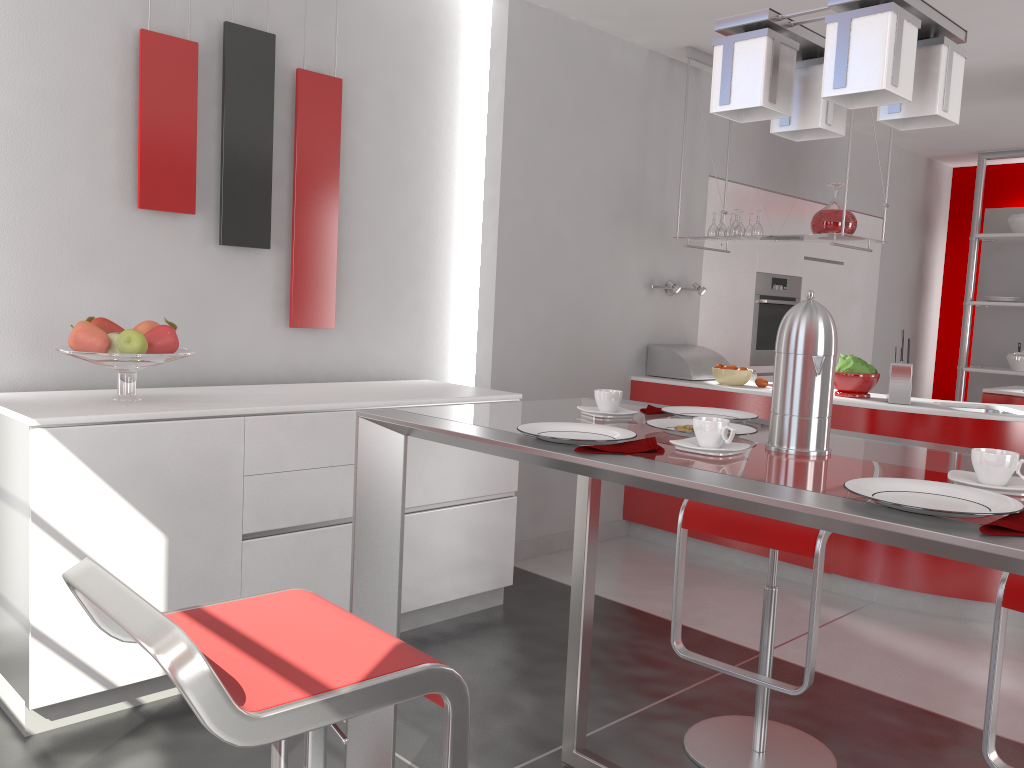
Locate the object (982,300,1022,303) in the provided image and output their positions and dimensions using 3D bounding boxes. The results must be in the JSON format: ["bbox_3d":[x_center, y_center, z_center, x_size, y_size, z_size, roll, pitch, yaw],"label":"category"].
[{"bbox_3d":[3.736,-0.625,6.756,0.280,0.015,0.280,2,5,-8],"label":"object"}]

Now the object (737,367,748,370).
[{"bbox_3d":[1.174,-0.063,4.533,0.062,0.049,0.066,-1,6,-36],"label":"object"}]

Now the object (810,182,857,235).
[{"bbox_3d":[1.559,-0.836,4.285,0.213,0.266,0.213,1,5,-16],"label":"object"}]

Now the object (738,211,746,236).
[{"bbox_3d":[1.180,-0.819,4.582,0.060,0.141,0.060,-2,7,-44],"label":"object"}]

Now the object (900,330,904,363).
[{"bbox_3d":[1.753,-0.083,3.996,0.014,0.322,0.150,4,5,16],"label":"object"}]

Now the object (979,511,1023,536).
[{"bbox_3d":[0.645,0.168,1.067,0.095,0.012,0.234,8,7,44],"label":"object"}]

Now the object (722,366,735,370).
[{"bbox_3d":[1.110,-0.067,4.540,0.065,0.052,0.062,6,6,30],"label":"object"}]

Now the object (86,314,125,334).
[{"bbox_3d":[-1.285,-0.162,2.789,0.150,0.129,0.117,3,5,3],"label":"object"}]

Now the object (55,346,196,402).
[{"bbox_3d":[-1.195,-0.028,2.753,0.398,0.159,0.398,3,5,5],"label":"object"}]

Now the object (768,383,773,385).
[{"bbox_3d":[1.466,0.011,4.563,0.375,0.008,0.041,5,6,22],"label":"object"}]

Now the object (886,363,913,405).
[{"bbox_3d":[1.740,-0.005,3.977,0.091,0.178,0.137,5,5,18],"label":"object"}]

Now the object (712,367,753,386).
[{"bbox_3d":[1.127,-0.036,4.547,0.201,0.086,0.201,-2,7,-43],"label":"object"}]

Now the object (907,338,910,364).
[{"bbox_3d":[1.775,-0.064,3.981,0.012,0.279,0.130,4,5,16],"label":"object"}]

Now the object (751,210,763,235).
[{"bbox_3d":[1.250,-0.810,4.513,0.060,0.141,0.060,-2,7,-44],"label":"object"}]

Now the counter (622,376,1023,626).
[{"bbox_3d":[2.139,0.499,4.528,2.865,0.880,1.868,2,5,-11],"label":"counter"}]

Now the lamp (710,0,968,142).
[{"bbox_3d":[0.572,-0.959,1.458,0.304,1.025,0.304,-2,7,-44],"label":"lamp"}]

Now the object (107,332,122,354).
[{"bbox_3d":[-1.218,-0.119,2.739,0.084,0.079,0.086,1,5,-16],"label":"object"}]

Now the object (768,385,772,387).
[{"bbox_3d":[1.415,0.013,4.590,0.168,0.006,0.266,1,5,-18],"label":"object"}]

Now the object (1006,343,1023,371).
[{"bbox_3d":[3.854,-0.205,6.716,0.192,0.214,0.192,6,6,32],"label":"object"}]

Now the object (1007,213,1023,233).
[{"bbox_3d":[3.874,-1.215,6.701,0.231,0.191,0.231,2,5,-4],"label":"object"}]

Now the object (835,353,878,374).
[{"bbox_3d":[1.626,-0.050,4.186,0.193,0.182,0.198,-1,7,-39],"label":"object"}]

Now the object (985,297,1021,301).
[{"bbox_3d":[3.736,-0.639,6.755,0.244,0.042,0.244,6,6,30],"label":"object"}]

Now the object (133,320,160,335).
[{"bbox_3d":[-1.186,-0.156,2.870,0.121,0.101,0.097,5,6,24],"label":"object"}]

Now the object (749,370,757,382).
[{"bbox_3d":[1.306,-0.041,4.798,0.042,0.066,0.043,0,6,-31],"label":"object"}]

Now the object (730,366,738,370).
[{"bbox_3d":[1.144,-0.070,4.592,0.066,0.049,0.062,7,7,42],"label":"object"}]

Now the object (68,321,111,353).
[{"bbox_3d":[-1.271,-0.138,2.670,0.117,0.105,0.096,1,5,-15],"label":"object"}]

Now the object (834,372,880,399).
[{"bbox_3d":[1.615,0.002,4.197,0.229,0.118,0.228,4,5,17],"label":"object"}]

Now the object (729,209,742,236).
[{"bbox_3d":[1.138,-0.815,4.507,0.060,0.141,0.060,5,6,22],"label":"object"}]

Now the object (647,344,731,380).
[{"bbox_3d":[0.991,-0.124,4.904,0.400,0.170,0.300,-2,7,-44],"label":"object"}]

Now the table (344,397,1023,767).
[{"bbox_3d":[0.530,0.626,1.560,0.800,1.000,1.700,-2,7,-44],"label":"table"}]

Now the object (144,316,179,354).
[{"bbox_3d":[-1.101,-0.150,2.770,0.097,0.133,0.117,6,6,35],"label":"object"}]

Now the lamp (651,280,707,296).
[{"bbox_3d":[0.940,-0.529,4.917,0.454,0.081,0.155,-2,7,-44],"label":"lamp"}]

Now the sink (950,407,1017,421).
[{"bbox_3d":[2.083,0.213,3.949,0.326,0.172,0.428,3,5,6],"label":"sink"}]

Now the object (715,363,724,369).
[{"bbox_3d":[1.082,-0.077,4.593,0.055,0.058,0.066,6,6,31],"label":"object"}]

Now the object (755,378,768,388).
[{"bbox_3d":[1.264,-0.005,4.492,0.063,0.047,0.065,-2,7,-45],"label":"object"}]

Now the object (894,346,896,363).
[{"bbox_3d":[1.724,-0.071,3.997,0.009,0.197,0.091,4,5,16],"label":"object"}]
